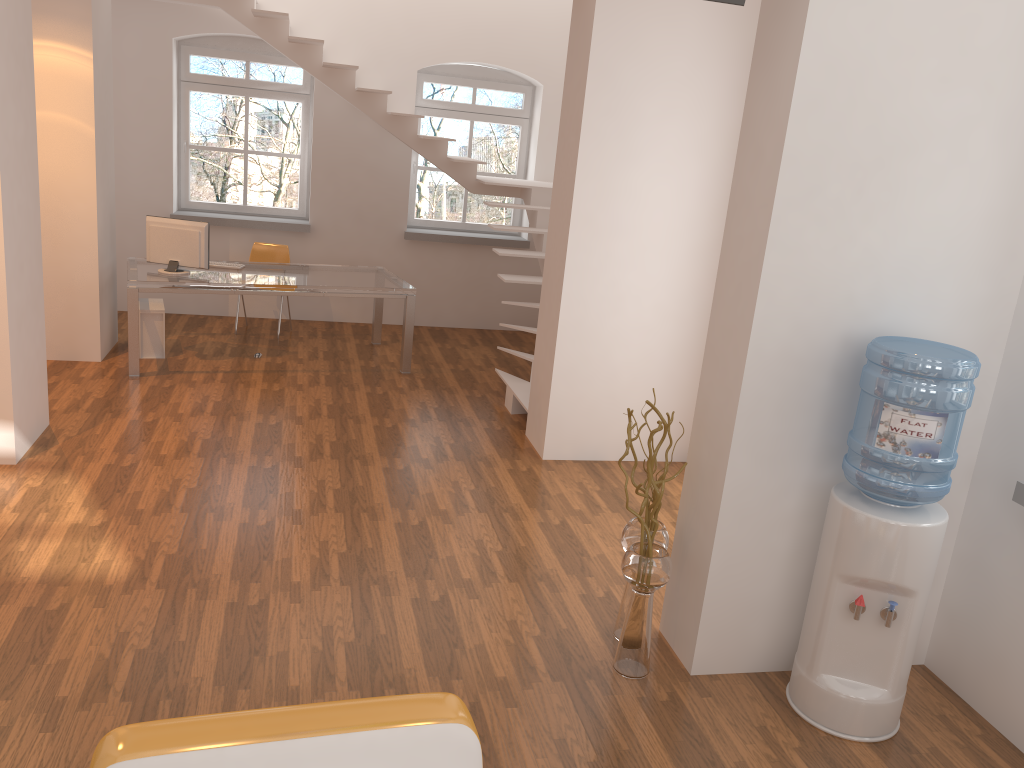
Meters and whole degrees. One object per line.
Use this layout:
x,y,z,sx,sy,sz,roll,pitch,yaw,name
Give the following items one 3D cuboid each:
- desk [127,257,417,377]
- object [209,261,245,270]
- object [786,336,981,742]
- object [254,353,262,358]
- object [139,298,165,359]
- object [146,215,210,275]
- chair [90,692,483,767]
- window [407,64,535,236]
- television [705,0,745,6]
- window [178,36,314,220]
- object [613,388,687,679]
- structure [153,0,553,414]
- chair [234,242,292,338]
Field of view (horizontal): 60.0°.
-2.078,-0.583,7.611,2.239,0.750,1.092,-1,17,-23,desk
-2.529,-1.022,7.559,0.467,0.031,0.200,5,16,-4,object
1.396,0.582,3.358,0.436,1.490,0.436,-3,18,-28,object
-2.217,-0.252,7.743,0.054,0.035,0.115,5,16,-4,object
-3.050,-0.472,7.498,0.200,0.422,0.474,-1,17,-23,object
-2.694,-1.098,7.047,0.516,0.418,0.245,10,16,15,object
-0.454,1.222,1.924,0.923,0.661,0.825,1,16,-18,chair
-0.459,-2.493,9.491,1.308,1.737,0.142,2,16,-14,window
0.133,-1.605,2.516,1.388,0.803,0.266,2,16,-14,television
-2.685,-2.572,8.948,1.308,1.737,0.142,2,16,-14,window
0.552,0.585,3.740,0.284,1.112,0.655,8,16,7,object
-1.288,-1.613,7.344,4.630,3.042,3.450,2,16,-14,structure
-2.370,-0.902,8.463,0.495,0.829,0.464,6,16,1,chair
